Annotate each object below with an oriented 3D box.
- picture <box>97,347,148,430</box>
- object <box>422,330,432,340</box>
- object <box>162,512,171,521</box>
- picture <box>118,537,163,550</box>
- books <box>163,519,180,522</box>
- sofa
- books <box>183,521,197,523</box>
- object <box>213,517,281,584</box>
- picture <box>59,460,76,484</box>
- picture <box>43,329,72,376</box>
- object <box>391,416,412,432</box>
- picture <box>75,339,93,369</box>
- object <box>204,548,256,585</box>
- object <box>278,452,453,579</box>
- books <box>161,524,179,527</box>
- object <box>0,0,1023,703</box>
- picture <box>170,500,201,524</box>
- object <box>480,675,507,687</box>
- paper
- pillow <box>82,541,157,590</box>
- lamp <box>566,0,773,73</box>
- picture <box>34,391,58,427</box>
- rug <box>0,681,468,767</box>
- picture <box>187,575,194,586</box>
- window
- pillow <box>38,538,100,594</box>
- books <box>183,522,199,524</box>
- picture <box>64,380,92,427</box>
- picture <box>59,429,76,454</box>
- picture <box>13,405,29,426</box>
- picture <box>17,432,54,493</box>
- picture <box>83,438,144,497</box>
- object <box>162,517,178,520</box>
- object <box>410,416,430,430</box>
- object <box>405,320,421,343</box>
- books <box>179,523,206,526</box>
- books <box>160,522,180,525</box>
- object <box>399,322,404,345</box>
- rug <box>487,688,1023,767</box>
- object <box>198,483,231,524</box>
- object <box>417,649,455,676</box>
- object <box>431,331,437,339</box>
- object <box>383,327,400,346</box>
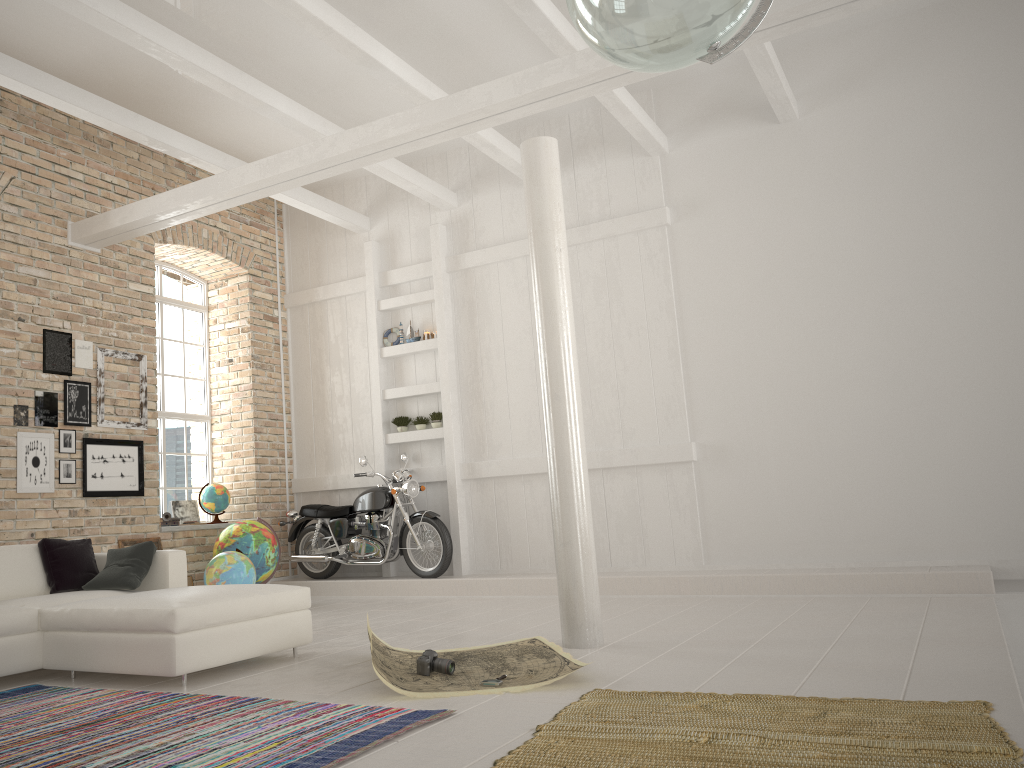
[{"bbox_3d":[-3.723,0.055,8.520,0.027,0.750,0.568,-9,-10,26],"label":"picture"},{"bbox_3d":[-0.927,-0.525,9.727,0.099,0.120,0.115,4,-12,-44],"label":"object"},{"bbox_3d":[-3.550,1.365,9.145,0.090,0.090,0.498,0,-9,-22],"label":"object"},{"bbox_3d":[-3.417,1.823,8.354,0.235,0.749,0.476,-9,-10,26],"label":"picture"},{"bbox_3d":[-3.554,1.401,9.107,0.214,0.026,0.244,-7,-9,23],"label":"books"},{"bbox_3d":[-2.899,1.276,4.714,2.298,0.843,3.087,-8,-9,27],"label":"sofa"},{"bbox_3d":[-3.307,1.416,9.162,0.103,0.013,0.131,-4,-8,2],"label":"books"},{"bbox_3d":[-2.646,1.799,8.886,0.664,0.926,0.646,-5,-9,3],"label":"object"},{"bbox_3d":[-3.931,0.777,7.885,0.012,0.213,0.166,-9,-10,26],"label":"picture"},{"bbox_3d":[-4.054,-0.279,7.958,0.019,0.395,0.279,-9,-10,26],"label":"picture"},{"bbox_3d":[-1.205,0.440,9.746,0.230,0.180,0.253,-4,-8,-2],"label":"object"},{"bbox_3d":[-3.939,-0.271,8.202,0.013,0.259,0.183,-9,-10,26],"label":"picture"},{"bbox_3d":[-2.417,1.736,7.651,0.428,0.632,0.466,-1,-9,-21],"label":"object"},{"bbox_3d":[-1.583,1.416,9.521,2.283,1.331,0.770,-8,-9,25],"label":"object"},{"bbox_3d":[-3.549,1.450,9.088,0.214,0.025,0.240,-8,-9,28],"label":"books"},{"bbox_3d":[-0.294,-1.017,3.933,12.551,4.808,9.537,-8,-9,28],"label":"object"},{"bbox_3d":[-3.622,1.439,9.903,0.071,0.293,0.370,-9,-10,26],"label":"picture"},{"bbox_3d":[-0.067,1.409,4.246,0.102,0.019,0.216,-7,-9,22],"label":"object"},{"bbox_3d":[-0.224,1.360,4.686,1.047,0.265,1.485,-2,-8,-8],"label":"paper"},{"bbox_3d":[-2.626,1.220,5.982,0.434,0.306,0.326,-7,-9,18],"label":"pillow"},{"bbox_3d":[0.348,-1.595,2.405,0.535,1.602,0.468,-12,-12,42],"label":"lamp"},{"bbox_3d":[-4.065,0.220,7.783,0.015,0.307,0.216,-9,-10,26],"label":"picture"},{"bbox_3d":[-1.687,1.455,3.774,2.833,0.008,1.327,-8,-9,28],"label":"rug"},{"bbox_3d":[-3.238,2.083,8.829,0.101,0.351,0.252,-9,-10,26],"label":"picture"},{"bbox_3d":[1.265,-0.639,6.941,12.111,2.994,1.345,-8,-9,30],"label":"window"},{"bbox_3d":[-3.036,1.249,6.144,0.256,0.391,0.401,-9,-10,27],"label":"pillow"},{"bbox_3d":[-3.297,1.428,9.160,0.137,0.014,0.103,-5,-8,11],"label":"books"},{"bbox_3d":[-3.926,0.177,8.065,0.011,0.410,0.275,-9,-10,26],"label":"picture"},{"bbox_3d":[-3.953,0.512,7.926,0.012,0.213,0.166,-9,-10,26],"label":"picture"},{"bbox_3d":[-4.165,0.268,7.563,0.009,0.179,0.125,-10,-10,31],"label":"picture"},{"bbox_3d":[-4.069,0.672,7.624,0.014,0.515,0.345,-9,-10,26],"label":"picture"},{"bbox_3d":[-3.713,0.783,8.313,0.033,0.536,0.672,-9,-10,26],"label":"picture"},{"bbox_3d":[-3.547,1.377,9.103,0.168,0.021,0.201,-8,-9,27],"label":"object"},{"bbox_3d":[-0.984,0.423,9.641,0.234,0.158,0.221,-7,-9,20],"label":"object"},{"bbox_3d":[-1.089,-0.581,9.785,0.249,0.261,0.059,-12,-11,42],"label":"object"},{"bbox_3d":[-3.286,1.445,9.162,0.186,0.022,0.214,-8,-9,28],"label":"books"},{"bbox_3d":[-3.555,1.425,9.095,0.215,0.030,0.240,-7,-9,27],"label":"books"},{"bbox_3d":[-1.229,-0.560,9.900,0.065,0.268,0.070,-2,-9,-18],"label":"object"},{"bbox_3d":[0.707,1.151,2.690,1.613,0.021,2.090,-7,-9,21],"label":"rug"},{"bbox_3d":[-3.264,1.317,9.817,0.350,0.466,0.308,-10,-10,33],"label":"object"},{"bbox_3d":[-0.385,1.421,4.551,0.179,0.124,0.140,-8,-9,28],"label":"object"},{"bbox_3d":[-0.822,-0.524,9.663,0.103,0.088,0.110,-1,-9,-21],"label":"object"},{"bbox_3d":[-1.338,-0.521,9.987,0.245,0.229,0.067,-7,-9,21],"label":"object"}]
